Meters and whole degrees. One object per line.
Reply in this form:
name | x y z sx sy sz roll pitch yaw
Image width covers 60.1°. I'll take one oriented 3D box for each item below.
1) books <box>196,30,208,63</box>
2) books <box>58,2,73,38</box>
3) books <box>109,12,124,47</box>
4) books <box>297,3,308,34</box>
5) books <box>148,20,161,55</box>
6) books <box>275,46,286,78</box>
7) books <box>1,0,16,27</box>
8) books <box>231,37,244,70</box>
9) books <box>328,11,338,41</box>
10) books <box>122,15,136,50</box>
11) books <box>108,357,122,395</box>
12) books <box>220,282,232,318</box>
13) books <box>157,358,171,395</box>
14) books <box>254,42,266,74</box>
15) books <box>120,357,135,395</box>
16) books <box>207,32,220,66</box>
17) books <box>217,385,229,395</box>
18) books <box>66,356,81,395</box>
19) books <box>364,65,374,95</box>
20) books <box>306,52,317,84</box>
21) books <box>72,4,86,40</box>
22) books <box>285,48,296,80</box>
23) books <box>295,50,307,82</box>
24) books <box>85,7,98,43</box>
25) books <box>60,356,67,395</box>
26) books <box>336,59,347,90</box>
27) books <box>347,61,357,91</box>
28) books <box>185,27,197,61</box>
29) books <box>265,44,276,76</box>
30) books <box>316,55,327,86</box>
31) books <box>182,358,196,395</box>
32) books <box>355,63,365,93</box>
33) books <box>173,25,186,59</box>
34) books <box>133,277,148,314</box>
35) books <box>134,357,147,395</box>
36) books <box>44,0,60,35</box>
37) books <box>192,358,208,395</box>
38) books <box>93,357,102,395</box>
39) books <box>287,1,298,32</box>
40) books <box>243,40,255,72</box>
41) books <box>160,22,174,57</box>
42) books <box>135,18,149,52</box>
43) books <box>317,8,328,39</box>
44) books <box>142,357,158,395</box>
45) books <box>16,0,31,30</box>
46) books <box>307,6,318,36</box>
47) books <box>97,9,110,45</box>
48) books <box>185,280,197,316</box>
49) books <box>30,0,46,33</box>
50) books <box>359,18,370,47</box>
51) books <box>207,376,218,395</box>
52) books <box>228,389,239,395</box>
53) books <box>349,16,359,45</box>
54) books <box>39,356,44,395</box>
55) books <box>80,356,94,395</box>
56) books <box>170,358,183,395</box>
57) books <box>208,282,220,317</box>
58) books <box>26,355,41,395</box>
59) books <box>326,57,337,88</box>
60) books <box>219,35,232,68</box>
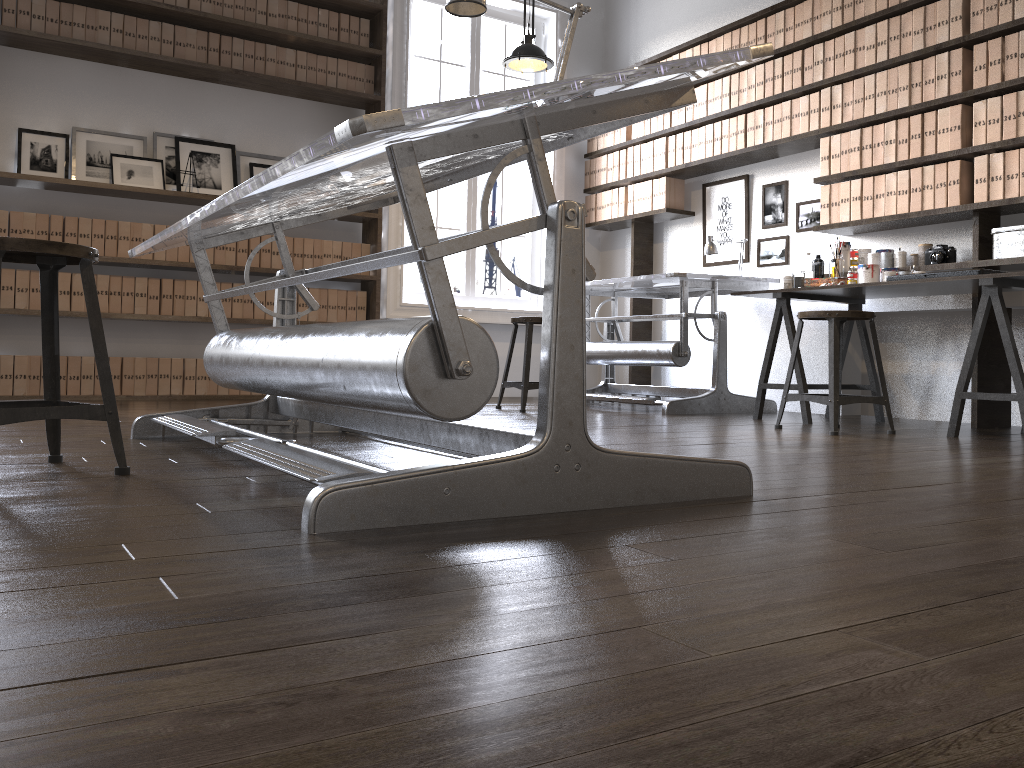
books | -1.969 -2.081 5.562 0.066 0.226 0.174 2 -1 -32
books | -2.609 -2.083 5.166 0.066 0.226 0.174 2 -1 -32
books | -2.377 -2.082 5.304 0.067 0.226 0.174 2 -1 -32
books | -1.424 -2.390 5.901 0.066 0.226 0.174 2 -1 -32
books | -2.199 -2.082 5.416 0.066 0.226 0.174 2 -1 -32
books | -1.546 -2.079 5.821 0.066 0.226 0.174 2 -1 -32
books | -2.851 -2.084 5.011 0.067 0.226 0.174 2 -1 -32
books | -1.779 -2.080 5.674 0.066 0.226 0.174 2 -1 -32
books | -1.244 -2.390 6.013 0.066 0.226 0.174 2 -1 -32
books | -2.319 -2.082 5.344 0.066 0.226 0.174 2 -1 -32
books | -2.378 -0.048 5.279 0.067 0.226 0.174 2 -1 -32
books | -1.837 -0.528 5.623 0.066 0.226 0.174 2 -1 -32
books | -2.144 -0.047 5.422 0.066 0.226 0.174 2 -1 -32
books | -1.660 -2.079 5.752 0.066 0.226 0.174 2 -1 -32
books | -2.318 -0.048 5.322 0.066 0.226 0.174 2 -1 -32
books | -1.903 -2.080 5.596 0.067 0.226 0.174 2 -1 -32
books | -1.847 -0.046 5.606 0.067 0.226 0.174 2 -1 -32
books | -2.565 -0.049 5.169 0.066 0.226 0.174 2 -1 -32
books | -1.021 -2.076 6.146 0.066 0.226 0.174 2 -1 -32
books | -1.371 -2.078 5.930 0.066 0.226 0.174 2 -1 -32
books | -2.548 -2.083 5.197 0.067 0.226 0.174 2 -1 -32
books | -1.491 -2.078 5.853 0.066 0.226 0.174 2 -1 -32
books | -1.429 -2.078 5.889 0.067 0.226 0.174 2 -1 -32
books | -2.494 -2.083 5.236 0.066 0.226 0.174 2 -1 -32
books | -2.626 -0.049 5.132 0.066 0.226 0.174 2 -1 -32
books | -1.188 -2.077 6.036 0.066 0.226 0.174 2 -1 -32
books | -1.131 -2.077 6.071 0.067 0.226 0.174 2 -1 -32
books | -2.023 -2.081 5.526 0.066 0.226 0.174 2 -1 -32
books | -1.600 -2.079 5.782 0.067 0.226 0.174 2 -1 -32
books | -1.313 -2.078 5.968 0.066 0.226 0.174 2 -1 -32
books | -2.019 -0.047 5.501 0.067 0.226 0.174 2 -1 -32
books | -1.080 -2.077 6.108 0.066 0.226 0.174 2 -1 -32
books | -2.074 -2.081 5.489 0.067 0.226 0.174 2 -1 -32
books | -2.259 -0.530 5.359 0.066 0.226 0.174 2 -1 -32
books | -2.261 -0.048 5.355 0.066 0.226 0.174 2 -1 -32
books | -2.669 -2.084 5.129 0.066 0.226 0.174 2 -1 -32
books | -1.959 -0.046 5.540 0.066 0.226 0.174 2 -1 -32
books | -2.445 -0.049 5.244 0.066 0.226 0.174 2 -1 -32
books | -1.479 -2.390 5.861 0.067 0.226 0.174 2 -1 -32
books | -1.721 -2.080 5.715 0.066 0.226 0.174 2 -1 -32
books | -2.136 -2.081 5.451 0.066 0.226 0.174 2 -1 -32
books | -2.261 -2.082 5.382 0.066 0.226 0.174 2 -1 -32
books | -1.302 -2.390 5.972 0.066 0.226 0.174 2 -1 -32
books | -2.205 -0.047 5.384 0.067 0.226 0.174 2 -1 -32
books | -2.790 -2.084 5.055 0.066 0.226 0.174 2 -1 -32
books | -1.364 -2.390 5.938 0.066 0.226 0.174 2 -1 -32
books | -2.439 -2.083 5.267 0.066 0.226 0.174 2 -1 -32
books | -2.015 -0.529 5.508 0.066 0.226 0.174 2 -1 -32
books | -2.727 -2.084 5.088 0.066 0.226 0.174 2 -1 -32
books | -1.051 -2.389 6.129 0.066 0.226 0.174 2 -1 -32
books | -1.906 -0.046 5.575 0.066 0.226 0.174 2 -1 -32
books | -1.791 -0.046 5.648 0.066 0.226 0.174 2 -1 -32
books | -1.117 -2.389 6.092 0.066 0.226 0.174 2 -1 -32
books | -2.680 -0.049 5.091 0.067 0.226 0.174 2 -1 -32
books | -2.503 -0.049 5.203 0.066 0.226 0.174 2 -1 -32
books | -2.084 -0.047 5.463 0.066 0.226 0.174 2 -1 -32
books | -1.897 -0.529 5.588 0.066 0.226 0.174 2 -1 -32
books | -2.739 -0.050 5.060 0.066 0.226 0.174 2 -1 -32
books | -1.251 -2.077 6.001 0.066 0.226 0.174 2 -1 -32
books | -1.842 -2.080 5.641 0.066 0.226 0.174 2 -1 -32
